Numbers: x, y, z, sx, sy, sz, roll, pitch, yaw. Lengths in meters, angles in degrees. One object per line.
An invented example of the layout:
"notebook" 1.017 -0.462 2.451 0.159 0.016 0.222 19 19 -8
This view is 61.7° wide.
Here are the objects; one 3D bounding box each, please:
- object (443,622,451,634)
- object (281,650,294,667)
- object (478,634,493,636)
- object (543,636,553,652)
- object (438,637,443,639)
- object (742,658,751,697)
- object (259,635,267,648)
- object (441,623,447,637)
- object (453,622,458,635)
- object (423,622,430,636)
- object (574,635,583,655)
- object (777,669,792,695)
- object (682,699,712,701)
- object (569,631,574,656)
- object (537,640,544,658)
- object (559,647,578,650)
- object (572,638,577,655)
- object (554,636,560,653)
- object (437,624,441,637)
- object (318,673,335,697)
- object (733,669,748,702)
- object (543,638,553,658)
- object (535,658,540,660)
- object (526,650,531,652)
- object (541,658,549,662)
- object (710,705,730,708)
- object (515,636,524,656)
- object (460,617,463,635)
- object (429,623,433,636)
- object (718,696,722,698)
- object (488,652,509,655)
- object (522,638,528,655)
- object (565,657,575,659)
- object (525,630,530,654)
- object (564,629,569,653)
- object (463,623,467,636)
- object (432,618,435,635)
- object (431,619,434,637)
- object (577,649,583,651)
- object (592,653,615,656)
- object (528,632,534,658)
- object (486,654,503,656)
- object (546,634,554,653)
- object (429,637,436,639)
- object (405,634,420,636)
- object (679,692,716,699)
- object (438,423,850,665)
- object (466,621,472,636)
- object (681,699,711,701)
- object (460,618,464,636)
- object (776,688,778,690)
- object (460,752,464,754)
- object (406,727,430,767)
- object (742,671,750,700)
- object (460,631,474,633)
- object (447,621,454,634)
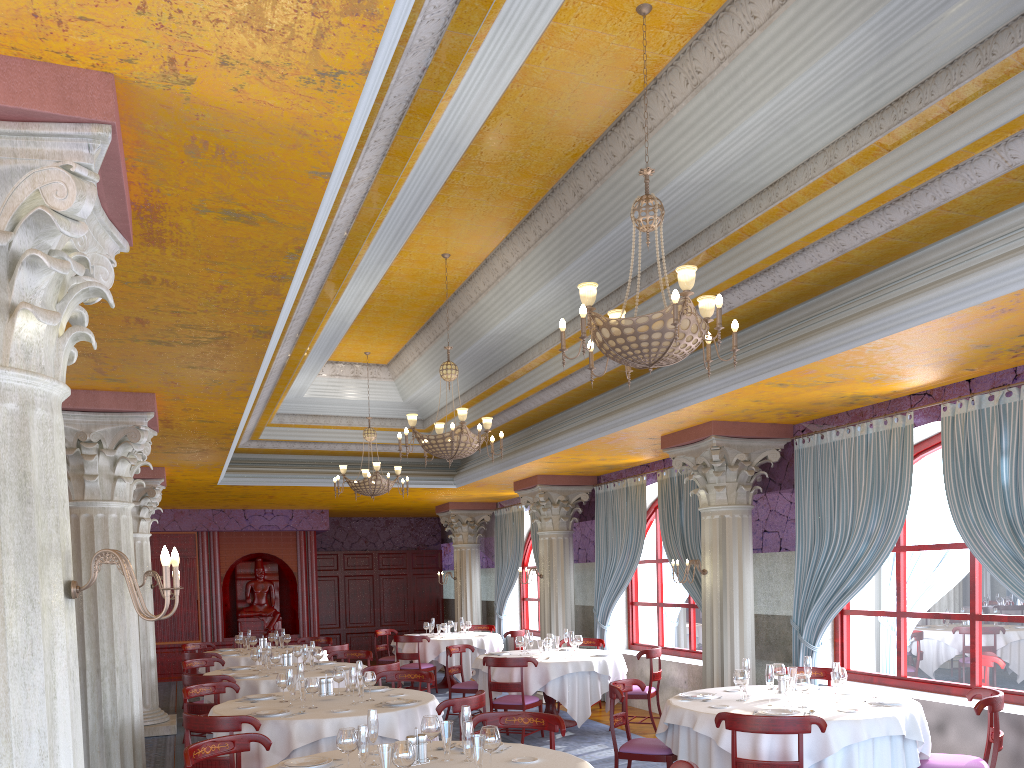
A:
"object" -1.240 4.629 16.254 0.144 0.212 0.072 1 -1 -41
"object" -2.803 3.414 10.671 0.144 0.212 0.072 1 -1 -41
"object" -0.514 4.656 15.870 0.313 0.024 0.320 3 -13 -21
"object" 0.488 3.580 11.794 0.144 0.212 0.072 1 -1 -41
"object" -1.317 4.579 15.422 0.055 0.019 0.260 -7 -14 27
"object" 2.008 2.516 7.339 0.074 0.336 0.073 -1 2 15
"object" -4.001 4.142 13.764 0.144 0.212 0.072 1 -1 -41
"object" -1.252 4.536 15.773 0.123 0.264 0.122 -2 0 37
"object" -1.089 4.710 16.507 0.086 0.238 0.085 -1 1 4
"object" -1.618 4.642 16.203 0.122 0.264 0.122 -1 0 -8
"object" 0.906 3.557 11.679 0.123 0.264 0.122 -2 0 37
"object" 2.279 2.493 7.171 0.144 0.212 0.072 1 -1 -41
"object" 1.561 2.669 7.231 0.254 0.003 0.022 -7 -14 23
"object" 0.798 3.475 11.457 0.074 0.336 0.073 -1 2 15
"object" 0.378 3.516 11.376 0.086 0.238 0.085 -1 1 4
"object" 0.817 3.845 12.418 0.313 0.024 0.320 3 -13 -21
"object" 0.844 3.550 11.580 0.085 0.238 0.086 -2 1 -41
"object" 0.639 3.660 12.047 0.086 0.238 0.085 -1 1 4
"object" -1.351 4.566 15.837 0.085 0.238 0.086 -2 1 -41
"object" -1.697 2.743 7.818 0.144 0.212 0.072 1 -1 -41
"object" 1.901 2.505 7.120 0.122 0.264 0.122 -1 0 -8
"object" 0.477 3.486 11.313 0.123 0.264 0.122 -2 0 37
"object" 0.205 3.545 11.014 0.313 0.024 0.320 3 -13 -21
"object" 0.209 3.851 12.342 0.159 0.009 0.162 -3 -13 8
"object" 0.411 3.530 10.962 0.055 0.019 0.260 -7 -14 27
"object" 1.657 2.572 6.828 0.158 0.009 0.162 -1 -13 -1
"object" 0.110 3.593 11.743 0.122 0.264 0.122 -1 0 -8
"object" -0.969 4.647 16.460 0.074 0.336 0.073 -1 2 15
"object" -1.555 4.676 16.303 0.085 0.238 0.086 -2 1 -41
"object" 1.796 2.685 7.351 0.030 0.010 0.141 -7 -14 25
"object" -0.191 3.782 12.023 0.317 0.024 0.316 -11 -16 38
"object" 0.173 3.627 11.843 0.085 0.238 0.086 -2 1 -19
"object" 0.757 3.559 11.107 0.159 0.009 0.161 -6 -13 18
"object" 0.216 3.604 11.961 0.074 0.336 0.073 0 2 37
"object" 0.759 3.598 12.000 0.073 0.336 0.074 -3 2 -30
"object" -0.884 4.599 16.041 0.085 0.238 0.086 -2 1 -41
"object" -1.512 4.653 16.422 0.074 0.336 0.073 -1 2 15
"object" -1.473 4.530 15.879 0.074 0.336 0.073 -1 2 15
"object" 0.976 3.825 12.324 0.028 0.013 0.236 -6 -13 23
"object" 1.214 3.607 11.409 0.313 0.024 0.320 3 -13 -21
"object" 0.255 3.481 11.419 0.074 0.336 0.073 -2 2 -8
"object" -0.243 3.740 11.817 0.258 0.020 0.055 -8 -13 28
"object" 0.540 3.664 12.109 0.122 0.264 0.123 -1 0 -30
"object" -1.523 4.594 15.474 0.313 0.024 0.320 3 -13 -21
"object" -1.920 4.831 16.483 0.313 0.024 0.320 3 -13 -21
"object" 1.600 2.695 7.400 0.313 0.024 0.320 3 -13 -21
"object" 2.939 2.320 9.655 2.089 3.573 29.750 -1 -12 -21
"object" -0.822 4.607 16.139 0.122 0.264 0.122 -1 0 -8
"object" 1.548 2.652 7.195 0.258 0.020 0.055 -8 -13 28
"object" -0.930 4.524 15.918 0.074 0.336 0.073 -1 2 15
"object" 2.439 2.781 7.835 0.022 0.003 0.257 -7 -14 22
"object" -0.257 2.268 5.255 0.139 0.011 0.030 -8 -13 26
"object" -0.538 2.039 4.826 0.144 0.212 0.072 1 -1 -41
"object" 1.964 2.539 7.220 0.085 0.238 0.086 -2 1 -41
"object" -0.911 4.894 16.878 0.313 0.024 0.320 3 -13 -21
"object" -1.188 4.713 16.569 0.122 0.264 0.123 -1 0 -30
